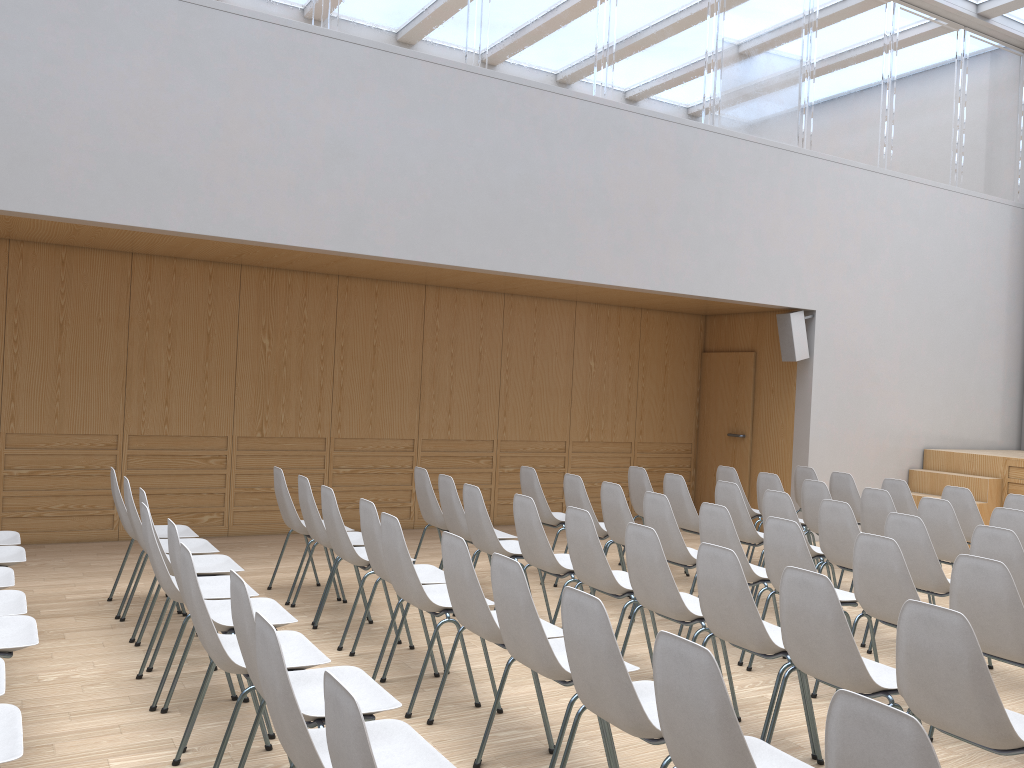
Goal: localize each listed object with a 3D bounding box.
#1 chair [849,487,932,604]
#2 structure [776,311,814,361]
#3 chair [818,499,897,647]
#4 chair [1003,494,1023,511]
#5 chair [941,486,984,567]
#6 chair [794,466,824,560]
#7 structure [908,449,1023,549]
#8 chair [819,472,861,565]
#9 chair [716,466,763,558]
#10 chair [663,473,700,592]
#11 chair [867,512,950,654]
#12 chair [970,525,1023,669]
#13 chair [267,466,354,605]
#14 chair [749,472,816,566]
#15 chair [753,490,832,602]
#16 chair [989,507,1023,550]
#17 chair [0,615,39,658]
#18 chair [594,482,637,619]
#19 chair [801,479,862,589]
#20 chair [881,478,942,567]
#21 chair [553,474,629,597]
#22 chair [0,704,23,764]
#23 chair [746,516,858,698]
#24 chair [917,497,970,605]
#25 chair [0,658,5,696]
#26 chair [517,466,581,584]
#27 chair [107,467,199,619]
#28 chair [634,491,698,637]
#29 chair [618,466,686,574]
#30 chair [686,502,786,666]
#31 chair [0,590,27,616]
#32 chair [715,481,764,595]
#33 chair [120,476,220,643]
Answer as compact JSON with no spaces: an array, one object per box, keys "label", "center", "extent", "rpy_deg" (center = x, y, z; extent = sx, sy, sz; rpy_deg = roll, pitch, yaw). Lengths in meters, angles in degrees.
[{"label":"chair","center":[2.894,1.224,6.705],"extent":[0.505,0.876,0.479],"rpy_deg":[3,0,-30]},{"label":"structure","center":[2.999,-0.506,9.419],"extent":[0.368,0.542,0.196],"rpy_deg":[3,0,-30]},{"label":"chair","center":[2.255,1.190,5.775],"extent":[0.505,0.876,0.479],"rpy_deg":[3,0,-30]},{"label":"chair","center":[4.016,1.280,6.776],"extent":[0.505,0.876,0.479],"rpy_deg":[3,0,-30]},{"label":"chair","center":[3.743,1.268,7.196],"extent":[0.505,0.876,0.479],"rpy_deg":[3,0,-30]},{"label":"chair","center":[2.972,1.231,8.539],"extent":[0.505,0.876,0.479],"rpy_deg":[3,0,-30]},{"label":"structure","center":[6.930,1.374,7.810],"extent":[2.728,1.027,6.551],"rpy_deg":[3,0,-30]},{"label":"chair","center":[3.147,1.239,8.071],"extent":[0.505,0.876,0.479],"rpy_deg":[3,0,-30]},{"label":"chair","center":[2.117,1.188,8.078],"extent":[0.505,0.876,0.479],"rpy_deg":[3,0,-30]},{"label":"chair","center":[1.463,1.153,7.074],"extent":[0.505,0.876,0.479],"rpy_deg":[3,0,-30]},{"label":"chair","center":[2.463,1.200,5.248],"extent":[0.505,0.876,0.479],"rpy_deg":[3,0,-30]},{"label":"chair","center":[2.788,1.215,4.884],"extent":[0.505,0.876,0.479],"rpy_deg":[3,0,-30]},{"label":"chair","center":[-1.380,1.009,6.088],"extent":[0.505,0.876,0.479],"rpy_deg":[3,0,-30]},{"label":"chair","center":[2.356,1.199,7.606],"extent":[0.505,0.876,0.479],"rpy_deg":[3,0,-30]},{"label":"chair","center":[2.002,1.178,6.176],"extent":[0.505,0.876,0.479],"rpy_deg":[3,0,-30]},{"label":"chair","center":[3.389,1.247,5.807],"extent":[0.505,0.876,0.479],"rpy_deg":[3,0,-30]},{"label":"chair","center":[-2.054,0.970,3.304],"extent":[0.505,0.876,0.479],"rpy_deg":[3,0,-30]},{"label":"chair","center":[0.872,1.122,6.178],"extent":[0.505,0.876,0.479],"rpy_deg":[3,0,-30]},{"label":"chair","center":[2.584,1.209,7.128],"extent":[0.505,0.876,0.479],"rpy_deg":[3,0,-30]},{"label":"chair","center":[3.440,1.253,7.643],"extent":[0.505,0.876,0.479],"rpy_deg":[3,0,-30]},{"label":"chair","center":[0.639,1.111,6.620],"extent":[0.505,0.876,0.479],"rpy_deg":[3,0,-30]},{"label":"chair","center":[-1.596,0.991,2.368],"extent":[0.505,0.876,0.479],"rpy_deg":[3,0,-30]},{"label":"chair","center":[1.618,1.156,4.796],"extent":[0.505,0.876,0.479],"rpy_deg":[3,0,-30]},{"label":"chair","center":[3.104,1.234,6.221],"extent":[0.505,0.876,0.479],"rpy_deg":[3,0,-30]},{"label":"chair","center":[-1.888,0.977,2.794],"extent":[0.505,0.876,0.479],"rpy_deg":[3,0,-30]},{"label":"chair","center":[0.317,1.096,7.064],"extent":[0.505,0.876,0.479],"rpy_deg":[3,0,-30]},{"label":"chair","center":[-2.261,0.964,5.575],"extent":[0.505,0.876,0.479],"rpy_deg":[3,0,-30]},{"label":"chair","center":[1.098,1.132,5.702],"extent":[0.505,0.876,0.479],"rpy_deg":[3,0,-30]},{"label":"chair","center":[1.245,1.143,7.572],"extent":[0.505,0.876,0.479],"rpy_deg":[3,0,-30]},{"label":"chair","center":[1.368,1.145,5.274],"extent":[0.505,0.876,0.479],"rpy_deg":[3,0,-30]},{"label":"chair","center":[-2.311,0.958,3.695],"extent":[0.505,0.876,0.479],"rpy_deg":[3,0,-30]},{"label":"chair","center":[1.780,1.168,6.659],"extent":[0.505,0.876,0.479],"rpy_deg":[3,0,-30]},{"label":"chair","center":[-1.988,0.976,5.140],"extent":[0.505,0.876,0.479],"rpy_deg":[3,0,-30]}]
